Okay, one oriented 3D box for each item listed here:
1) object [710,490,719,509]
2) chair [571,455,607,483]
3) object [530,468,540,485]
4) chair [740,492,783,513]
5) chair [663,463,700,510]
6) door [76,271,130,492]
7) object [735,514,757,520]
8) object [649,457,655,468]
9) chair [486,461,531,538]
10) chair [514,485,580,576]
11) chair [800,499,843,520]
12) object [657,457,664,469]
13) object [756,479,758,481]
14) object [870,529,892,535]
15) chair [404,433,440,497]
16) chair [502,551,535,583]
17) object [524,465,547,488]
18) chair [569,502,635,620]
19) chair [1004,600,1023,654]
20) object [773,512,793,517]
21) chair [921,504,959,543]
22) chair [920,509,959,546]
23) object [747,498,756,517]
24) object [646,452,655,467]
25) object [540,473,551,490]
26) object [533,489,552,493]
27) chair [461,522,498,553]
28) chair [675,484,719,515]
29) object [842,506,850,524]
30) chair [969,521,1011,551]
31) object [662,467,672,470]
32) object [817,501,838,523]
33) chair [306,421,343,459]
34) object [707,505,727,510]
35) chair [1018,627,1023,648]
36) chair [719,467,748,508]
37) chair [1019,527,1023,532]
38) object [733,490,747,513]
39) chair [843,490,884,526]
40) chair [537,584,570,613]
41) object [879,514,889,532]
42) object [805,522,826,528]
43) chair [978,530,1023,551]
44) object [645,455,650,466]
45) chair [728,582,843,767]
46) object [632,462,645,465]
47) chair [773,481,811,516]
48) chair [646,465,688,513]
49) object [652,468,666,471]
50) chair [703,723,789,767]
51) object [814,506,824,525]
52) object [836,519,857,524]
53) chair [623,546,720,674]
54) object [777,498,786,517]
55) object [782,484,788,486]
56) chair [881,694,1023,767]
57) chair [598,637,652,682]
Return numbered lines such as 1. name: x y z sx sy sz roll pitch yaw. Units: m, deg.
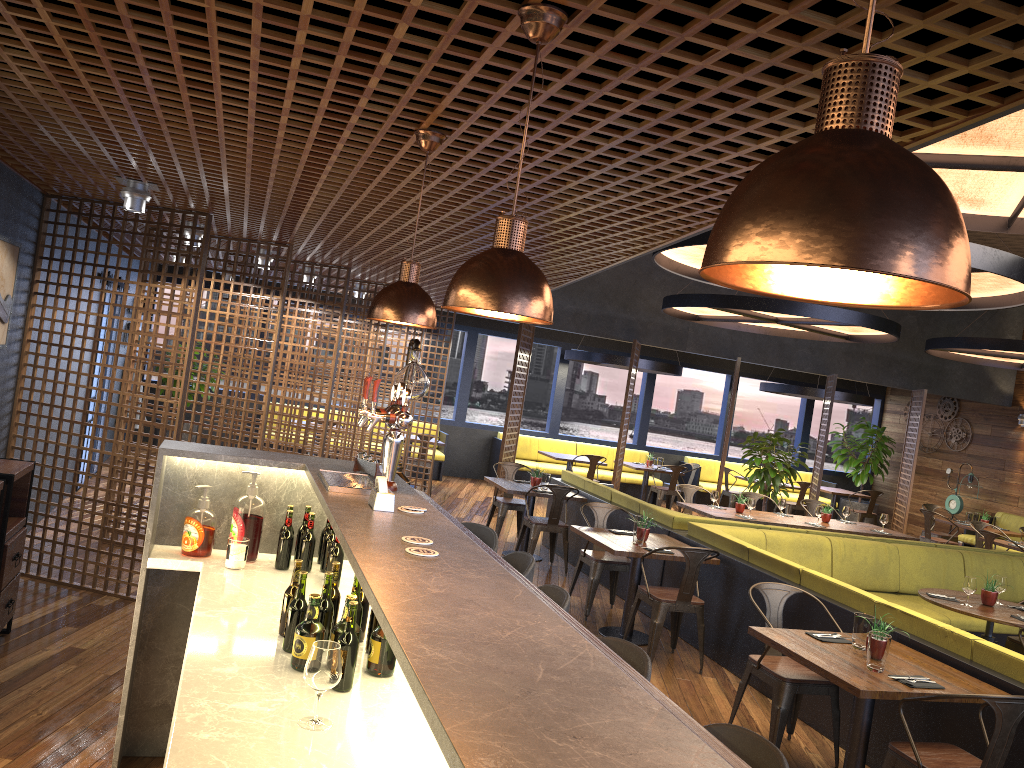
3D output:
1. object: 2.318 1.329 10.176 0.097 0.206 0.097 9 0 28
2. chair: 1.148 1.537 13.909 0.504 0.917 0.541 8 0 -17
3. object: 0.252 1.031 9.825 0.102 0.178 0.102 9 0 -2
4. chair: 3.063 1.844 11.055 0.504 0.917 0.541 8 0 -17
5. chair: 2.871 1.788 15.172 0.541 0.917 0.504 8 0 -17
6. door: -4.740 -0.076 10.267 0.052 2.386 2.441 8 0 -17
7. object: 2.569 1.464 9.787 0.157 0.019 0.255 8 0 -17
8. object: 2.335 1.312 14.822 0.102 0.178 0.102 8 0 -32
9. chair: -0.004 1.387 10.233 0.504 0.917 0.541 8 0 -17
10. chair: 0.356 1.449 9.062 0.504 0.917 0.541 8 0 -17
11. chair: 3.914 1.970 11.324 0.504 0.917 0.541 8 0 -17
12. object: 2.499 1.336 14.975 0.102 0.178 0.102 8 0 -32
13. object: 4.272 1.679 15.644 0.157 0.019 0.255 8 0 -18
14. object: 4.285 1.719 10.328 0.157 0.019 0.255 8 0 -17
15. chair: -1.385 1.160 13.109 0.504 0.917 0.541 8 0 -17
16. chair: -0.178 1.335 4.317 0.438 1.048 0.483 9 0 11
17. object: 0.280 0.990 9.650 0.260 0.271 0.238 8 0 -16
18. chair: 0.807 1.526 7.674 0.504 0.917 0.541 8 0 -17
19. chair: 4.051 2.021 6.698 0.541 0.917 0.504 8 0 -17
20. object: 3.254 1.562 10.595 0.157 0.019 0.255 8 0 -17
21. chair: 6.619 2.361 13.781 0.504 0.917 0.541 8 0 -17
22. chair: 6.151 2.297 12.851 0.541 0.917 0.504 8 0 -17
23. object: 2.675 1.384 9.934 0.097 0.206 0.097 9 0 28
24. object: 2.346 1.266 15.006 0.238 0.271 0.260 9 0 4
25. object: 0.355 1.049 9.522 0.102 0.178 0.102 8 0 -12
26. object: 0.302 1.123 9.343 0.255 0.019 0.157 8 0 -18
27. chair: -0.361 1.303 4.876 0.438 1.048 0.483 8 0 -26
28. chair: 2.207 1.717 10.785 0.504 0.917 0.541 8 0 -17
29. object: 4.034 1.584 10.718 0.097 0.206 0.097 9 0 28
30. chair: 6.360 2.335 11.844 0.504 0.917 0.541 8 0 -17
31. object: 2.621 1.434 15.072 0.157 0.019 0.255 8 0 -18
32. object: 3.721 1.502 10.487 0.238 0.271 0.260 9 0 4
33. chair: -2.735 0.960 12.683 0.504 0.917 0.541 8 0 -17
34. object: 2.396 1.435 10.324 0.157 0.019 0.255 8 0 -17
35. chair: 3.639 1.964 5.919 0.504 0.917 0.541 8 0 -17
36. chair: 3.907 1.941 15.562 0.541 0.917 0.504 8 0 -17
37. chair: 7.180 2.457 12.103 0.504 0.917 0.541 8 0 -17
38. object: 2.612 1.338 10.137 0.238 0.271 0.260 9 0 4
39. chair: 6.118 2.275 15.478 0.504 0.917 0.541 8 0 -17
40. chair: -0.058 1.357 3.704 0.483 1.048 0.438 9 1 44
41. object: 4.391 1.639 10.475 0.097 0.206 0.097 9 0 28
42. object: 3.427 1.592 10.057 0.157 0.019 0.255 8 0 -17
43. chair: 6.005 2.288 10.938 0.541 0.917 0.504 8 0 -17
44. object: 2.323 1.308 15.181 0.102 0.178 0.102 8 0 -32
45. chair: 1.585 1.661 5.092 0.504 0.917 0.541 8 0 -17
46. object: 2.216 1.371 15.317 0.255 0.019 0.157 8 0 -18
47. chair: 4.768 2.074 15.051 0.504 0.917 0.541 8 0 -17
48. chair: 2.499 1.737 14.335 0.504 0.917 0.541 8 0 -17
49. object: 2.418 1.406 14.686 0.255 0.019 0.157 8 0 -18
50. chair: 0.403 1.435 2.296 0.483 1.048 0.438 9 0 33
51. object: 3.533 1.512 10.204 0.097 0.206 0.097 9 0 28
52. object: 4.112 1.690 10.866 0.157 0.019 0.255 8 0 -17
53. chair: 1.172 1.589 6.484 0.504 0.917 0.541 8 0 -17
54. object: 3.176 1.456 10.447 0.097 0.206 0.097 9 0 28
55. object: 4.665 1.740 15.394 0.255 0.019 0.157 8 0 -18
56. chair: 1.951 1.723 3.904 0.504 0.917 0.541 8 0 -17
57. chair: 0.175 1.397 2.964 0.438 1.048 0.483 9 0 -3
